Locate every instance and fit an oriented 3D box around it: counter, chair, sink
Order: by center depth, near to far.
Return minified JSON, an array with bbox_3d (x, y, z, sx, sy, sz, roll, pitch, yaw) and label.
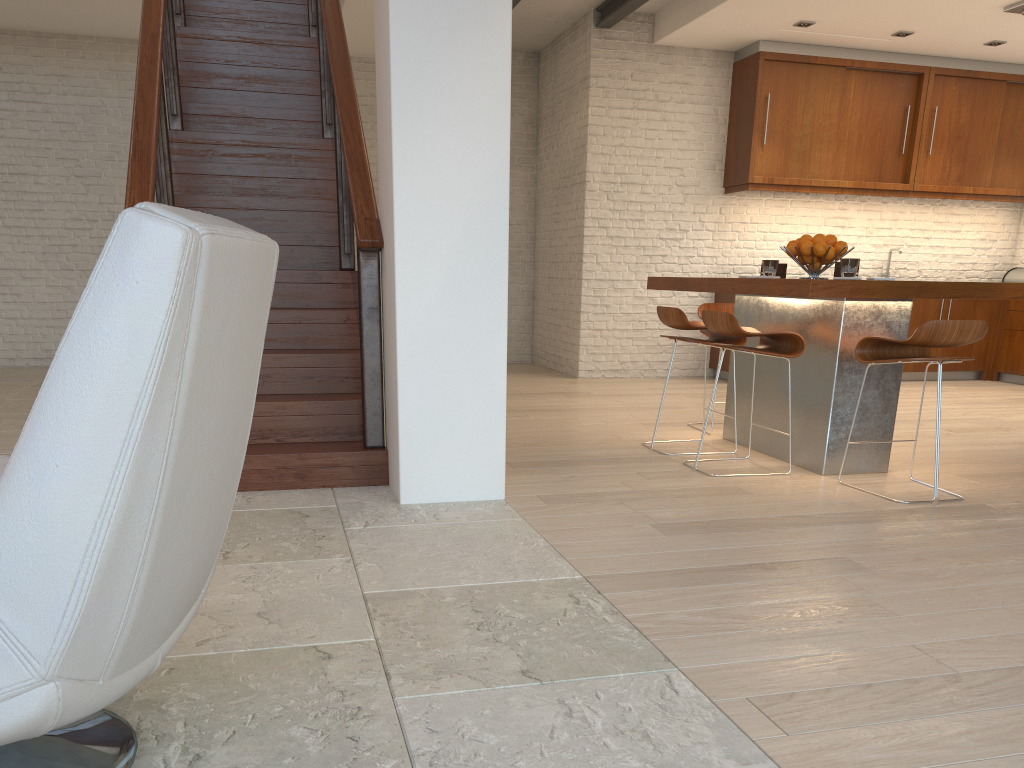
[{"bbox_3d":[-0.893,0.235,1.483,0.972,1.058,0.985,1,12,2],"label":"chair"},{"bbox_3d":[1.796,0.102,3.872,0.404,0.807,0.404,-3,15,-15],"label":"chair"},{"bbox_3d":[1.120,0.037,4.297,0.422,0.807,0.387,-3,15,-15],"label":"chair"},{"bbox_3d":[0.982,-0.027,4.793,0.422,0.807,0.387,-3,15,-15],"label":"chair"},{"bbox_3d":[2.214,-0.087,4.814,2.492,0.959,1.624,-1,10,-15],"label":"counter"},{"bbox_3d":[1.359,-0.102,5.442,0.404,0.807,0.404,-3,15,-15],"label":"chair"},{"bbox_3d":[3.970,-1.074,8.373,0.856,0.447,0.497,-1,12,-15],"label":"sink"}]

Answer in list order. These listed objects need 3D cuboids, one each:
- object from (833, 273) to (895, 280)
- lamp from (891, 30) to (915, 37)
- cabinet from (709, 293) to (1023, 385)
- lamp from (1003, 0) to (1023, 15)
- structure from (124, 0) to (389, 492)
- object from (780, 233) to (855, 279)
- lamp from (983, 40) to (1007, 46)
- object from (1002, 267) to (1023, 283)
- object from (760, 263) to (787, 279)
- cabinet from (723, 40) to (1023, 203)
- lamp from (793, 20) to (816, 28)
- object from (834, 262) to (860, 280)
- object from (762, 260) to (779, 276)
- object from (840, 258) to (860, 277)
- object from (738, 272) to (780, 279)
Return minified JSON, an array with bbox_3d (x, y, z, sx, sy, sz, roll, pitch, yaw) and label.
[{"bbox_3d":[1.620,-0.510,4.119,0.198,0.036,0.381,0,7,-11],"label":"object"},{"bbox_3d":[3.122,-2.815,6.961,0.123,0.057,0.119,-1,9,-15],"label":"lamp"},{"bbox_3d":[4.270,-1.337,7.177,4.700,2.948,2.214,9,15,38],"label":"cabinet"},{"bbox_3d":[3.809,-2.600,6.145,0.449,0.177,0.434,-1,9,-15],"label":"lamp"},{"bbox_3d":[-0.043,-1.693,3.859,13.830,4.317,9.785,-1,9,-15],"label":"structure"},{"bbox_3d":[1.564,-0.652,4.476,0.359,0.231,0.355,9,13,40],"label":"object"},{"bbox_3d":[3.984,-2.828,7.183,0.123,0.057,0.119,-1,9,-15],"label":"lamp"},{"bbox_3d":[5.095,-1.075,8.647,0.250,0.166,0.332,-2,9,-15],"label":"object"},{"bbox_3d":[1.460,-0.630,4.865,0.094,0.085,0.110,-2,11,-15],"label":"object"},{"bbox_3d":[3.605,-2.317,7.995,3.336,1.218,0.441,-1,15,-14],"label":"cabinet"},{"bbox_3d":[2.260,-2.803,6.738,0.123,0.057,0.119,-1,9,-15],"label":"lamp"},{"bbox_3d":[1.628,-0.549,4.241,0.093,0.085,0.111,8,12,29],"label":"object"},{"bbox_3d":[1.400,-0.628,4.731,0.091,0.088,0.088,-3,12,-18],"label":"object"},{"bbox_3d":[1.587,-0.546,4.104,0.091,0.088,0.087,1,12,0],"label":"object"},{"bbox_3d":[1.416,-0.601,4.821,0.205,0.036,0.277,-1,8,-15],"label":"object"}]
